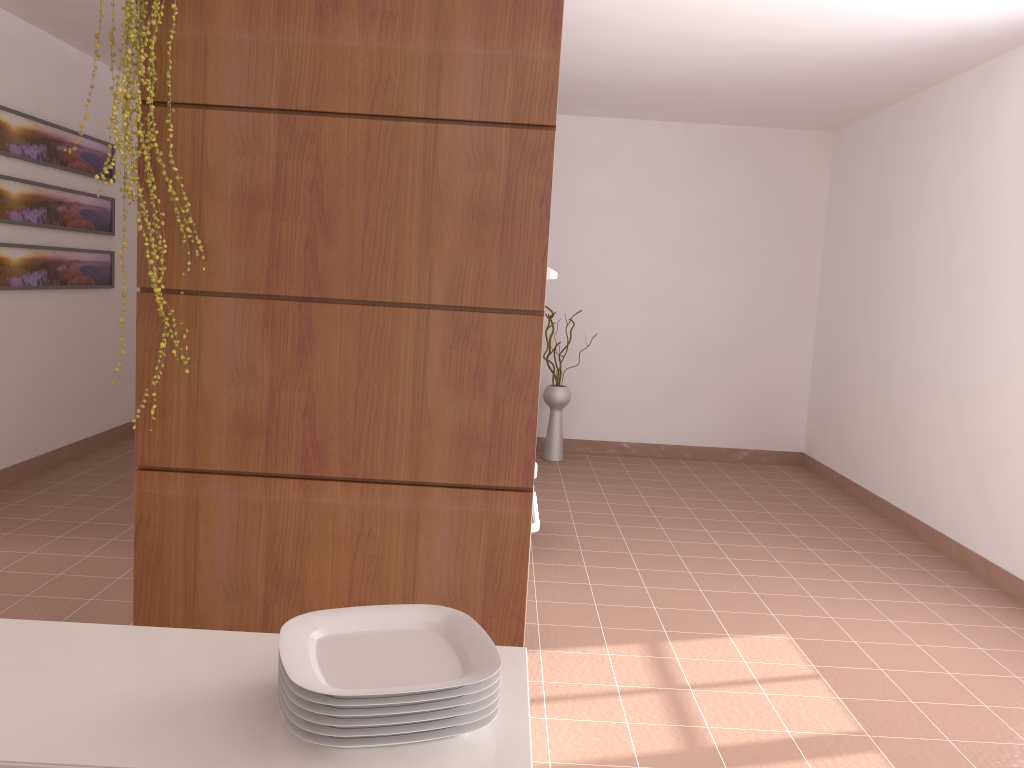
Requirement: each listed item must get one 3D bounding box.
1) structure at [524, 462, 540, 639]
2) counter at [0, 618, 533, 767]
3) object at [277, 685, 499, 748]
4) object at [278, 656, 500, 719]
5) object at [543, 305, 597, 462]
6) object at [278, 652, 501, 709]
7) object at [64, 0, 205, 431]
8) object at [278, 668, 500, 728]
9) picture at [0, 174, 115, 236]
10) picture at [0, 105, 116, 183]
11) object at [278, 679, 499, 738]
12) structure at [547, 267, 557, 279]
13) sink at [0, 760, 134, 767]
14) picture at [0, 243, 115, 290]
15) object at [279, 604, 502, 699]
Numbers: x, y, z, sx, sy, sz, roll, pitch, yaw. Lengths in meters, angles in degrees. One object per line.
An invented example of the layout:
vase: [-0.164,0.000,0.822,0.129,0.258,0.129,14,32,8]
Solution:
structure: [0.045,0.552,2.867,0.058,0.592,0.596,3,7,0]
counter: [-0.410,0.837,0.118,0.821,0.800,2.156,3,7,-1]
object: [-0.137,0.341,0.963,0.228,0.020,0.228,1,7,-19]
object: [-0.135,0.311,0.960,0.228,0.020,0.228,1,7,-19]
object: [0.298,-0.003,6.371,0.655,1.112,0.284,6,7,19]
object: [-0.134,0.300,0.959,0.228,0.020,0.228,1,7,-19]
object: [-0.783,-0.570,1.941,0.297,1.344,0.279,-2,9,-41]
object: [-0.136,0.321,0.961,0.228,0.020,0.228,1,7,-19]
picture: [-2.663,-1.036,5.238,0.015,0.248,1.408,3,7,-1]
picture: [-2.642,-1.383,5.198,0.015,0.248,1.408,3,7,-1]
object: [-0.136,0.331,0.962,0.228,0.020,0.228,1,7,-19]
structure: [0.100,-0.289,2.767,0.056,0.454,0.614,3,7,-1]
sink: [-0.390,0.386,0.489,0.404,0.368,0.668,3,7,-1]
picture: [-2.683,-0.689,5.279,0.015,0.248,1.408,3,7,-1]
object: [-0.134,0.290,0.957,0.228,0.020,0.228,1,7,-19]
